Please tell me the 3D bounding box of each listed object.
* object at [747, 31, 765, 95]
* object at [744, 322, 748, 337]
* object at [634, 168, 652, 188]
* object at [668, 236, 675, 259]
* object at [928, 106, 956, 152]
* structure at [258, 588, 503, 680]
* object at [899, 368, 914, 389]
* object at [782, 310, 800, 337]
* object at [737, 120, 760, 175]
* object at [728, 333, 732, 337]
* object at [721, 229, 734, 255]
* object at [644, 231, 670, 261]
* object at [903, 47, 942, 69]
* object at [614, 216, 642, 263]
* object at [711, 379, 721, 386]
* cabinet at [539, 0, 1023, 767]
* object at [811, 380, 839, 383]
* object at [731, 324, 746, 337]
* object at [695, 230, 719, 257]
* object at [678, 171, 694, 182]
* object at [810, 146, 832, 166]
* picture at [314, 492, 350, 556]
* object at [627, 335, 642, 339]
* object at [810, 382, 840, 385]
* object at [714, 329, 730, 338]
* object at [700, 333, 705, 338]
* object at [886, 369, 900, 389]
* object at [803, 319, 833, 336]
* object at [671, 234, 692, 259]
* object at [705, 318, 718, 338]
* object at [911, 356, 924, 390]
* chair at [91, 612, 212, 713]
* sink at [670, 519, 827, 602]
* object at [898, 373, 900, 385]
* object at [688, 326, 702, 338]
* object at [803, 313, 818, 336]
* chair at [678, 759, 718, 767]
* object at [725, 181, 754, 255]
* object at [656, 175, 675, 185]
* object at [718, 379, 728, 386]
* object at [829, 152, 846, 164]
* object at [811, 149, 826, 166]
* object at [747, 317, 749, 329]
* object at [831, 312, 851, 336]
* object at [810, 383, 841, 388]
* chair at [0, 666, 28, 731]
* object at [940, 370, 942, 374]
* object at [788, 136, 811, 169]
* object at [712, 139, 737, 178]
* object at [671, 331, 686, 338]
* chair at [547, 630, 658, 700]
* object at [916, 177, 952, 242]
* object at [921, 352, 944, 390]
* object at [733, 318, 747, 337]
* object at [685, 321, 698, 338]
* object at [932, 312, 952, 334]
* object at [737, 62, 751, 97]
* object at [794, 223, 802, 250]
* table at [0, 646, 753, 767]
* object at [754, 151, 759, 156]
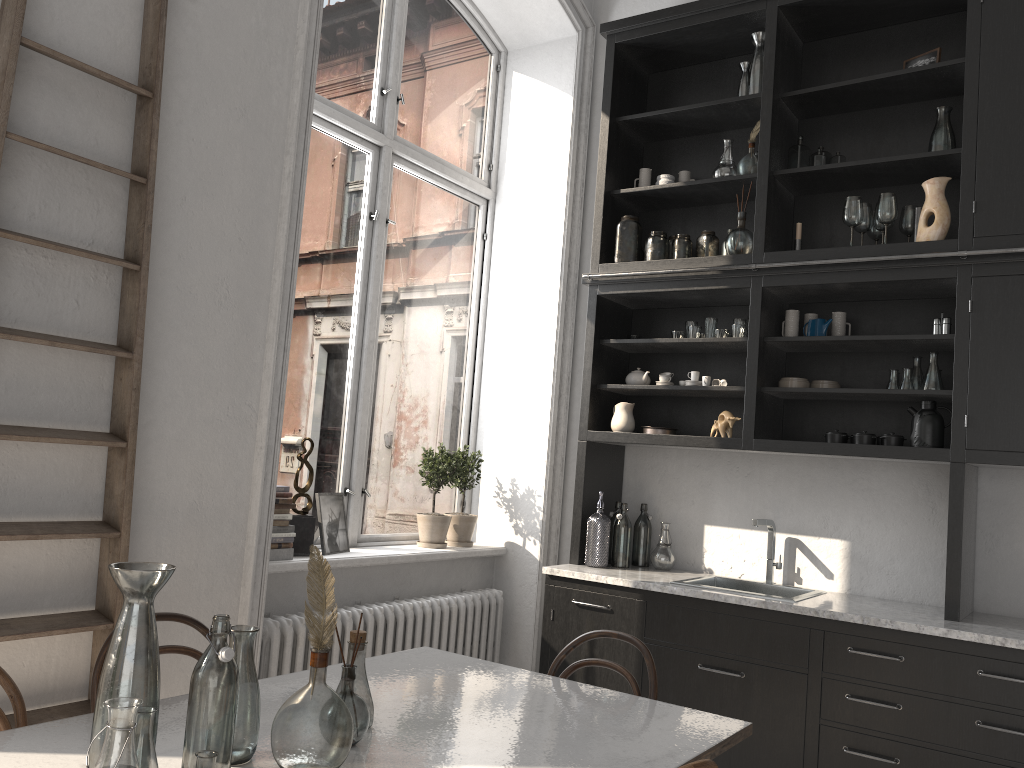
[{"bbox_3d":[1.140,-1.447,4.097,0.100,0.330,0.097,2,-5,31],"label":"object"},{"bbox_3d":[1.066,-0.233,4.108,0.060,0.107,0.061,2,-5,32],"label":"object"},{"bbox_3d":[0.652,-0.991,4.393,0.059,0.135,0.082,7,-5,-28],"label":"object"},{"bbox_3d":[0.793,-0.627,4.336,0.092,0.184,0.092,4,-5,0],"label":"object"},{"bbox_3d":[1.796,-1.024,3.698,0.110,0.255,0.100,4,-5,0],"label":"object"},{"bbox_3d":[-0.556,1.227,3.890,0.194,0.552,1.578,1,-6,34],"label":"structure"},{"bbox_3d":[1.589,-0.015,3.568,0.058,0.094,0.058,6,-5,-16],"label":"object"},{"bbox_3d":[1.228,-0.252,3.900,0.059,0.135,0.082,4,-5,2],"label":"object"},{"bbox_3d":[1.096,-1.091,4.050,0.123,0.340,0.118,8,-6,-37],"label":"object"},{"bbox_3d":[0.987,-0.210,4.092,0.072,0.047,0.072,7,-5,-28],"label":"object"},{"bbox_3d":[1.021,-0.630,4.149,0.082,0.185,0.082,1,-6,35],"label":"object"},{"bbox_3d":[0.687,-0.637,4.200,0.114,0.155,0.114,1,-6,38],"label":"object"},{"bbox_3d":[1.735,-1.327,3.740,0.056,0.121,0.167,7,-6,-30],"label":"object"},{"bbox_3d":[0.561,-0.682,4.268,0.118,0.238,0.118,3,-5,20],"label":"object"},{"bbox_3d":[0.938,0.000,4.063,0.049,0.040,0.056,4,-5,7],"label":"object"},{"bbox_3d":[1.700,0.041,3.398,3.250,3.581,0.635,1,-6,34],"label":"cabinet"},{"bbox_3d":[1.366,0.008,3.873,0.112,0.036,0.112,6,-5,-13],"label":"object"},{"bbox_3d":[1.012,-0.230,3.971,0.064,0.069,0.064,2,-5,27],"label":"object"},{"bbox_3d":[0.928,-0.631,4.218,0.092,0.184,0.092,8,-6,-41],"label":"object"},{"bbox_3d":[0.856,-0.978,4.369,0.059,0.135,0.082,7,-6,-33],"label":"object"},{"bbox_3d":[1.396,-0.987,4.018,0.065,0.177,0.084,7,-6,-33],"label":"object"},{"bbox_3d":[-0.811,0.604,3.856,0.149,0.264,0.222,3,-5,18],"label":"picture"},{"bbox_3d":[0.605,-0.214,4.389,0.071,0.047,0.072,6,-5,-18],"label":"object"},{"bbox_3d":[1.366,0.015,3.872,0.123,0.036,0.124,2,-5,22],"label":"object"},{"bbox_3d":[0.950,-0.220,4.016,0.071,0.047,0.072,6,-5,-18],"label":"object"},{"bbox_3d":[0.914,-0.209,4.163,0.071,0.047,0.072,2,-5,22],"label":"object"},{"bbox_3d":[1.564,-0.011,3.636,0.058,0.094,0.058,6,-5,-16],"label":"object"},{"bbox_3d":[1.319,-0.231,3.829,0.082,0.093,0.140,4,-5,-1],"label":"object"},{"bbox_3d":[0.801,-0.626,4.187,0.096,0.150,0.097,2,-5,23],"label":"object"},{"bbox_3d":[0.914,-0.247,4.078,0.060,0.107,0.060,7,-5,-28],"label":"object"},{"bbox_3d":[1.670,-0.033,3.660,0.083,0.158,0.083,0,-7,45],"label":"object"},{"bbox_3d":[-0.804,1.084,2.227,0.549,0.920,0.438,0,-6,41],"label":"chair"},{"bbox_3d":[1.024,0.834,3.789,0.526,0.504,0.514,1,-6,34],"label":"sink"},{"bbox_3d":[1.609,0.000,3.727,0.058,0.094,0.058,3,-5,11],"label":"object"},{"bbox_3d":[0.845,-0.231,4.107,0.064,0.069,0.064,5,-5,-8],"label":"object"},{"bbox_3d":[1.319,-0.243,3.939,0.082,0.135,0.059,7,-5,-28],"label":"object"},{"bbox_3d":[0.071,1.100,1.638,0.438,0.920,0.549,9,-6,-44],"label":"chair"},{"bbox_3d":[1.023,-0.735,3.950,0.134,0.357,0.134,5,-5,-11],"label":"object"},{"bbox_3d":[0.752,-0.968,4.351,0.096,0.095,0.096,6,-5,-21],"label":"object"},{"bbox_3d":[0.964,-0.003,4.056,0.048,0.041,0.058,3,-5,12],"label":"object"},{"bbox_3d":[1.438,-0.965,3.918,0.044,0.121,0.058,7,-5,-28],"label":"object"},{"bbox_3d":[1.349,-0.974,3.900,0.053,0.125,0.041,4,-5,1],"label":"object"},{"bbox_3d":[1.079,-0.245,3.960,0.060,0.107,0.061,3,-5,12],"label":"object"},{"bbox_3d":[1.430,-0.241,3.855,0.082,0.135,0.059,3,-5,17],"label":"object"},{"bbox_3d":[1.365,0.023,3.872,0.132,0.038,0.132,5,-5,-8],"label":"object"},{"bbox_3d":[-1.058,1.019,1.711,0.549,0.920,0.438,1,-5,32],"label":"chair"},{"bbox_3d":[1.739,-0.003,3.640,0.067,0.108,0.067,2,-5,23],"label":"object"},{"bbox_3d":[1.285,-1.012,3.962,0.084,0.199,0.065,7,-5,-33],"label":"object"},{"bbox_3d":[1.004,-1.029,4.144,0.132,0.219,0.132,4,-5,9],"label":"object"},{"bbox_3d":[0.779,-0.220,4.158,0.071,0.047,0.072,6,-5,-18],"label":"object"},{"bbox_3d":[0.111,1.175,2.452,0.549,0.920,0.438,9,-6,-43],"label":"chair"},{"bbox_3d":[1.672,-0.677,3.509,0.094,0.266,0.116,6,-5,-14],"label":"object"},{"bbox_3d":[1.670,-0.045,3.518,0.083,0.158,0.083,3,-5,19],"label":"object"},{"bbox_3d":[1.037,-0.241,4.045,0.060,0.107,0.060,4,-5,7],"label":"object"},{"bbox_3d":[0.849,-0.241,4.203,0.060,0.107,0.060,4,-5,2],"label":"object"},{"bbox_3d":[1.732,-0.233,3.573,0.040,0.116,0.080,8,-6,-35],"label":"object"},{"bbox_3d":[1.097,-1.394,4.181,0.070,0.231,0.067,2,-5,31],"label":"object"},{"bbox_3d":[1.247,-0.627,3.859,0.123,0.161,0.123,0,-6,43],"label":"object"},{"bbox_3d":[-0.474,1.130,1.672,1.100,0.779,2.202,1,-6,34],"label":"table"},{"bbox_3d":[1.162,-1.006,4.191,0.075,0.194,0.075,4,-5,3],"label":"object"}]
